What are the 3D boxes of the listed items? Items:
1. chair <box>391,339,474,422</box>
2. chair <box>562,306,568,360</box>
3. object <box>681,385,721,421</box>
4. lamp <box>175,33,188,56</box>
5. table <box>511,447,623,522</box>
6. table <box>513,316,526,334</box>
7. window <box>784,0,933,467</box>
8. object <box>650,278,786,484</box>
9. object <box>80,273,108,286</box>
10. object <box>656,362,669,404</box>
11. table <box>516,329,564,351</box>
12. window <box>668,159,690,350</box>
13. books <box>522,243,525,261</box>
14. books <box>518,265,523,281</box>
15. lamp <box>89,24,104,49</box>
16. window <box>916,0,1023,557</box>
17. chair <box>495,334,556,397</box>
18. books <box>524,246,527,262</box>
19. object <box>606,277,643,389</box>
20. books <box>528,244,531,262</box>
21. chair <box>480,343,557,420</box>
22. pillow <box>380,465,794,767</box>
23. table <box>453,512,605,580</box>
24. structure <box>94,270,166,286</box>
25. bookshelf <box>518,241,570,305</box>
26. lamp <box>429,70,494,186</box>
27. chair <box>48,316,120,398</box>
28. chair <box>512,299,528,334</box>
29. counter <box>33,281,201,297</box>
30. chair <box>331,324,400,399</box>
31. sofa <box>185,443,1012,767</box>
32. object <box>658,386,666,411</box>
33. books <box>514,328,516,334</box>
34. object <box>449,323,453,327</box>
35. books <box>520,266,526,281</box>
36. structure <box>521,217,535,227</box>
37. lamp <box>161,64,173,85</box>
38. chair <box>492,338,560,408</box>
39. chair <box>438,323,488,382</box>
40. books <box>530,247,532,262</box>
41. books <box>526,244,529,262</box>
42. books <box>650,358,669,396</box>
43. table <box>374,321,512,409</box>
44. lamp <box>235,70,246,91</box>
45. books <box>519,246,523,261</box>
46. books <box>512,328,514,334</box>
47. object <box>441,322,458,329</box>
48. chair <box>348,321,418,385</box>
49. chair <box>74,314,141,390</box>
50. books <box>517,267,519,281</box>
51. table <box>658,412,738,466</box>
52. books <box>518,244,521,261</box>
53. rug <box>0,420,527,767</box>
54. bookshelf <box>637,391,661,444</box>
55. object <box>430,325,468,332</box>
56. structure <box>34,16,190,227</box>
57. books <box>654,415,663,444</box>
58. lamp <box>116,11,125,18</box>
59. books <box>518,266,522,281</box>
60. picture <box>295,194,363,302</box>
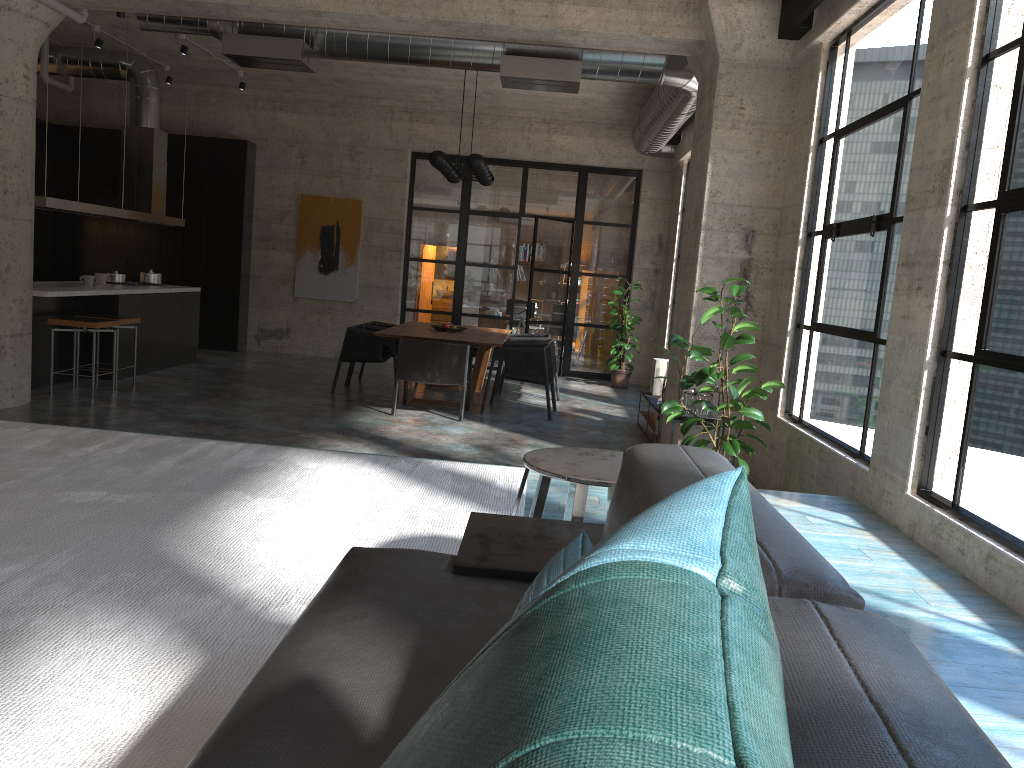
[{"bbox_3d":[-0.779,-0.072,8.896,0.707,0.738,0.754,5,7,2],"label":"chair"},{"bbox_3d":[0.794,-0.853,15.223,0.653,1.015,0.684,5,7,1],"label":"chair"},{"bbox_3d":[1.308,0.101,6.277,0.327,0.253,0.546,5,7,2],"label":"object"},{"bbox_3d":[-3.648,-3.759,9.791,0.145,0.236,0.107,3,7,-15],"label":"lamp"},{"bbox_3d":[0.232,0.460,2.553,0.620,0.472,0.620,5,7,4],"label":"table"},{"bbox_3d":[0.747,-0.755,15.604,1.800,0.721,0.800,5,7,2],"label":"table"},{"bbox_3d":[1.991,-0.914,5.167,0.081,2.530,1.780,5,7,2],"label":"window"},{"bbox_3d":[1.327,0.098,5.684,0.886,1.552,0.514,3,7,-11],"label":"object"},{"bbox_3d":[-4.576,-1.151,9.717,0.188,0.133,0.437,5,7,2],"label":"object"},{"bbox_3d":[1.540,-0.008,8.635,0.199,0.365,0.703,6,7,13],"label":"object"},{"bbox_3d":[0.610,-0.997,17.480,1.800,0.721,0.800,5,7,2],"label":"table"},{"bbox_3d":[2.338,-1.982,14.129,0.081,2.530,7.902,5,7,2],"label":"window"},{"bbox_3d":[0.248,-2.844,19.186,0.036,0.379,0.244,5,7,2],"label":"books"},{"bbox_3d":[0.188,-2.409,19.254,0.125,0.345,0.272,5,7,2],"label":"books"},{"bbox_3d":[-4.602,-3.844,9.817,0.145,0.236,0.107,3,7,-15],"label":"lamp"},{"bbox_3d":[1.905,-0.649,2.940,0.081,2.530,1.780,5,7,2],"label":"window"},{"bbox_3d":[0.206,-0.255,11.077,0.754,0.738,0.707,5,7,2],"label":"chair"},{"bbox_3d":[0.293,-2.815,19.202,0.055,0.326,0.255,5,7,2],"label":"books"},{"bbox_3d":[1.560,-0.717,12.503,0.514,1.552,0.886,5,7,-1],"label":"object"},{"bbox_3d":[0.378,-2.833,19.187,0.036,0.379,0.244,5,7,2],"label":"books"},{"bbox_3d":[0.112,-0.064,9.453,0.754,0.738,0.707,6,7,7],"label":"chair"},{"bbox_3d":[0.046,0.289,0.833,0.349,0.466,1.042,6,7,12],"label":"pillow"},{"bbox_3d":[0.081,0.557,2.046,0.420,0.390,0.413,5,7,2],"label":"table"},{"bbox_3d":[-4.571,-1.295,10.670,0.506,0.187,0.833,5,7,2],"label":"structure"},{"bbox_3d":[0.834,-1.932,19.256,3.034,2.179,0.366,5,7,2],"label":"bookshelf"},{"bbox_3d":[-0.483,-2.947,9.781,0.583,1.327,1.813,5,7,2],"label":"lamp"},{"bbox_3d":[-4.013,-0.257,8.311,0.450,0.698,0.450,5,7,2],"label":"chair"},{"bbox_3d":[0.202,-1.097,16.806,0.653,1.015,0.684,10,9,35],"label":"chair"},{"bbox_3d":[-4.538,-1.042,9.590,1.000,0.046,3.500,5,7,2],"label":"counter"},{"bbox_3d":[-1.567,-0.272,9.981,0.754,0.738,0.707,5,7,2],"label":"chair"},{"bbox_3d":[0.048,0.527,0.994,1.019,0.680,2.063,5,7,2],"label":"sofa"},{"bbox_3d":[1.471,0.073,8.060,0.248,0.333,0.415,10,9,37],"label":"object"},{"bbox_3d":[0.075,-1.162,19.389,0.055,0.326,0.255,5,7,2],"label":"books"},{"bbox_3d":[-0.682,-0.650,10.088,0.088,0.082,0.110,11,9,41],"label":"object"},{"bbox_3d":[0.234,-2.394,19.239,0.158,0.326,0.255,5,7,2],"label":"books"},{"bbox_3d":[0.109,-3.552,19.272,0.812,0.218,0.200,5,7,2],"label":"structure"},{"bbox_3d":[-4.541,-4.069,11.671,0.145,0.236,0.107,3,7,-15],"label":"lamp"},{"bbox_3d":[0.195,-0.160,10.290,0.754,0.738,0.707,6,7,7],"label":"chair"},{"bbox_3d":[-0.686,-0.383,11.501,0.707,0.738,0.754,5,7,2],"label":"chair"},{"bbox_3d":[0.422,-2.800,19.174,0.055,0.326,0.255,5,7,2],"label":"books"},{"bbox_3d":[0.341,-2.835,19.178,0.036,0.379,0.244,5,7,2],"label":"books"},{"bbox_3d":[1.549,-0.070,9.163,0.191,0.362,0.277,5,7,2],"label":"books"},{"bbox_3d":[-0.726,-0.227,10.121,1.299,0.756,2.410,5,7,2],"label":"table"},{"bbox_3d":[-3.567,-3.983,11.644,0.145,0.236,0.107,3,7,-15],"label":"lamp"},{"bbox_3d":[0.199,-2.821,19.187,0.055,0.326,0.255,5,7,2],"label":"books"},{"bbox_3d":[0.019,-1.167,19.397,0.057,0.327,0.255,5,7,2],"label":"books"},{"bbox_3d":[-0.703,-0.649,10.018,0.219,0.097,0.100,-2,10,-44],"label":"object"},{"bbox_3d":[-1.530,-0.358,10.709,0.754,0.738,0.707,5,7,2],"label":"chair"},{"bbox_3d":[-4.041,-0.326,8.851,0.450,0.698,0.450,5,7,2],"label":"chair"},{"bbox_3d":[0.114,-2.430,19.235,0.103,0.379,0.244,5,7,2],"label":"books"},{"bbox_3d":[1.308,0.502,6.369,0.450,0.563,0.600,5,7,2],"label":"table"},{"bbox_3d":[0.162,-2.840,19.203,0.021,0.355,0.272,5,7,2],"label":"books"},{"bbox_3d":[-1.536,0.760,0.772,2.954,0.032,7.768,5,7,2],"label":"rug"},{"bbox_3d":[1.491,0.351,8.618,0.350,0.347,1.600,5,7,2],"label":"bookshelf"},{"bbox_3d":[-0.713,-0.639,10.042,0.435,0.079,0.435,10,9,38],"label":"object"},{"bbox_3d":[-4.366,-2.853,9.514,0.538,2.100,3.117,5,7,2],"label":"structure"},{"bbox_3d":[1.448,0.441,8.098,0.274,0.263,0.393,6,7,12],"label":"books"},{"bbox_3d":[-3.732,-3.599,8.439,0.107,0.236,0.145,3,7,-15],"label":"lamp"},{"bbox_3d":[0.166,-2.410,19.245,0.125,0.345,0.272,5,7,2],"label":"books"},{"bbox_3d":[-2.697,-1.993,13.054,0.928,1.494,0.029,5,7,2],"label":"picture"}]
